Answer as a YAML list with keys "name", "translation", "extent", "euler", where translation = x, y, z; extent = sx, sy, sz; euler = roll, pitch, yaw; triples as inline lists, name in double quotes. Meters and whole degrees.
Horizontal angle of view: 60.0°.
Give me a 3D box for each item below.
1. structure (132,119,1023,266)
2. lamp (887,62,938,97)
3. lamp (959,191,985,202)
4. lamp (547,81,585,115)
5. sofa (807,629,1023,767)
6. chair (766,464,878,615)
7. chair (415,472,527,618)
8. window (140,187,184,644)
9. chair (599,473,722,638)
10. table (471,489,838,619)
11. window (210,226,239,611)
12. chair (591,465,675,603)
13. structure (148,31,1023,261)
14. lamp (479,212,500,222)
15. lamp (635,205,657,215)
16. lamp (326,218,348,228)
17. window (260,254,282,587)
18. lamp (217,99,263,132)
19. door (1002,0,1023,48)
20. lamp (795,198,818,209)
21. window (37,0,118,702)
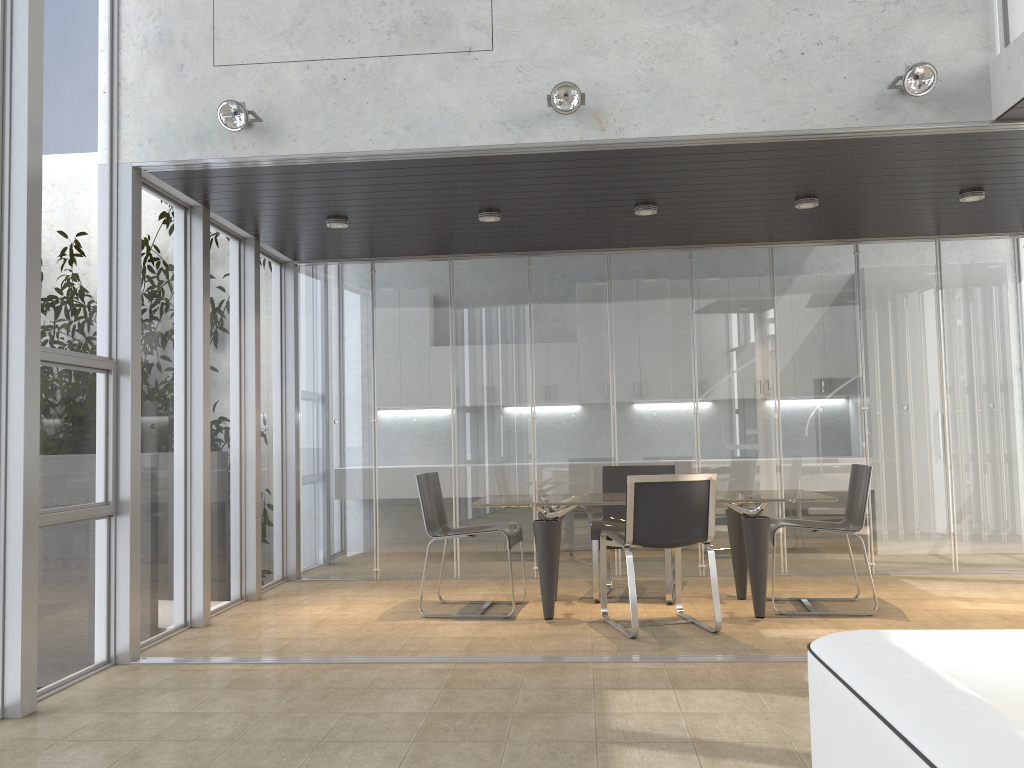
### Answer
- name: "structure"
  translation: [-0.405, -2.019, 2.316]
  extent: [9.817, 6.605, 10.665]
  euler: [-2, -4, 3]
- name: "lamp"
  translation: [2.004, -1.495, 4.420]
  extent: [0.197, 0.154, 0.254]
  euler: [-2, -4, 4]
- name: "lamp"
  translation: [3.047, -1.243, 5.875]
  extent: [0.149, 0.038, 0.149]
  euler: [-3, -4, 19]
- name: "lamp"
  translation: [0.279, -1.447, 4.554]
  extent: [0.197, 0.154, 0.254]
  euler: [-2, -4, 4]
- name: "sofa"
  translation: [1.897, 0.785, 1.376]
  extent: [2.601, 0.638, 0.971]
  euler: [-2, -4, 4]
- name: "chair"
  translation: [1.999, 0.998, 5.811]
  extent: [0.660, 0.922, 0.546]
  euler: [-2, -4, 9]
- name: "chair"
  translation: [-0.276, 1.062, 5.994]
  extent: [0.660, 0.922, 0.546]
  euler: [-2, -4, 9]
- name: "window"
  translation: [-2.130, 0.169, 5.292]
  extent: [0.010, 2.645, 0.741]
  euler: [-2, -4, 4]
- name: "chair"
  translation: [0.872, 0.994, 5.332]
  extent: [0.546, 0.922, 0.660]
  euler: [-1, -4, -11]
- name: "table"
  translation: [0.904, 1.116, 5.904]
  extent: [2.250, 0.733, 0.900]
  euler: [-2, -4, 4]
- name: "window"
  translation: [-2.058, 0.224, 6.201]
  extent: [0.010, 2.645, 0.741]
  euler: [-2, -4, 4]
- name: "chair"
  translation: [0.889, 1.059, 6.370]
  extent: [0.546, 0.922, 0.660]
  euler: [-2, -4, 14]
- name: "structure"
  translation: [1.327, 0.955, 4.700]
  extent: [6.700, 6.900, 4.916]
  euler: [-2, -4, 4]
- name: "lamp"
  translation: [-0.155, -1.154, 6.124]
  extent: [0.149, 0.038, 0.149]
  euler: [-3, -4, 19]
- name: "lamp"
  translation: [0.912, -1.184, 6.041]
  extent: [0.149, 0.038, 0.149]
  euler: [-3, -4, 19]
- name: "lamp"
  translation: [-1.223, -1.125, 6.207]
  extent: [0.149, 0.038, 0.149]
  euler: [-3, -4, 19]
- name: "window"
  translation: [-1.986, 0.280, 7.110]
  extent: [0.010, 2.645, 0.741]
  euler: [-2, -4, 4]
- name: "lamp"
  translation: [-1.448, -1.399, 4.676]
  extent: [0.197, 0.154, 0.228]
  euler: [-2, -4, 4]
- name: "door"
  translation: [2.891, -2.695, 4.605]
  extent: [0.800, 2.100, 0.100]
  euler: [-2, -4, 4]
- name: "lamp"
  translation: [1.979, -1.214, 5.958]
  extent: [0.149, 0.038, 0.149]
  euler: [-3, -4, 19]
- name: "window"
  translation: [-2.222, -1.383, 4.475]
  extent: [0.050, 5.700, 0.800]
  euler: [-2, -4, 4]
